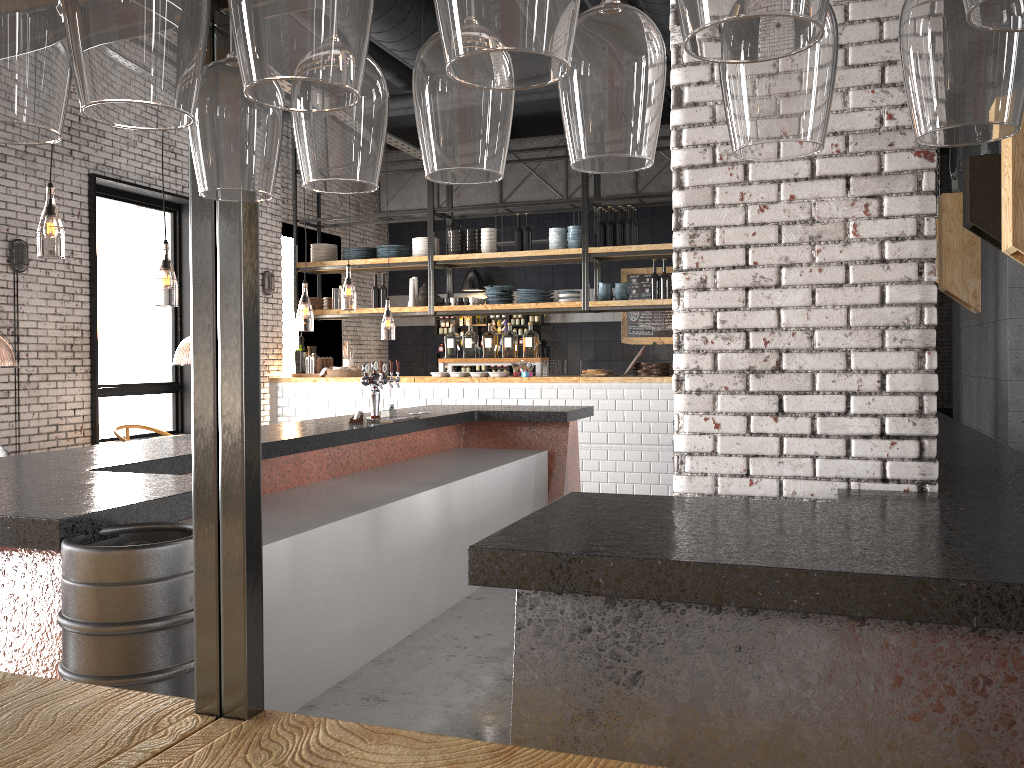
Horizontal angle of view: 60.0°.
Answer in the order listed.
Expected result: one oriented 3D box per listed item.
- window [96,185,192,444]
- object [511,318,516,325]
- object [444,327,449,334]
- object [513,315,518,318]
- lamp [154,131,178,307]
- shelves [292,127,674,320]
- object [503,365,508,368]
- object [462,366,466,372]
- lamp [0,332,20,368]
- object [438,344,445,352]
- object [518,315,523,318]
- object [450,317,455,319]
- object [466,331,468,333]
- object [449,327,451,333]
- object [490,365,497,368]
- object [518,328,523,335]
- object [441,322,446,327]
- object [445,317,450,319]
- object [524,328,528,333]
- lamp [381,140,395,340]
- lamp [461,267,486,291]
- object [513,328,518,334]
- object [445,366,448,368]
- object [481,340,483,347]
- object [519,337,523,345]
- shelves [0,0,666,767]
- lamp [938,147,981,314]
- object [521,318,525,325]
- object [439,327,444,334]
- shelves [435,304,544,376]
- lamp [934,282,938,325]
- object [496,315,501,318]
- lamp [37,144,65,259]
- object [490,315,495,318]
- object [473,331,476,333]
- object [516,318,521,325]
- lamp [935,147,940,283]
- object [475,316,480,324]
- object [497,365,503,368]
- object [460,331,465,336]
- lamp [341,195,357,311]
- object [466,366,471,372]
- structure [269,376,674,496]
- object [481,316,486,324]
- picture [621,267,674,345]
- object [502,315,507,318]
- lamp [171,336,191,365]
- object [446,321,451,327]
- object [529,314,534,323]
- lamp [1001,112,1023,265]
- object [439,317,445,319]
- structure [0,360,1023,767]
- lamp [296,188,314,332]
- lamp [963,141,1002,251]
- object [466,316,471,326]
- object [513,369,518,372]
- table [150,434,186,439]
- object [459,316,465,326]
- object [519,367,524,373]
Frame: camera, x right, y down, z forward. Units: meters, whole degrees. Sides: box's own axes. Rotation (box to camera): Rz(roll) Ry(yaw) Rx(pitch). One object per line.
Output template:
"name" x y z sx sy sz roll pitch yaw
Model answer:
"window" -4.007 -0.699 9.461 0.365 2.696 1.535 0 1 19
"object" 0.020 -0.961 13.654 0.076 0.111 0.076 0 1 29
"object" -1.041 -0.849 14.029 0.076 0.111 0.076 0 1 39
"object" 0.058 -1.072 13.640 0.076 0.111 0.076 -1 1 -6
"lamp" -1.698 -1.111 4.338 0.108 1.461 0.108 -1 0 -9
"shelves" 0.018 -2.365 10.494 5.676 3.066 0.597 0 1 19
"object" -0.088 -0.323 13.722 0.100 0.139 0.088 0 1 20
"object" -0.755 -0.221 13.935 0.076 0.111 0.076 -1 1 -6
"lamp" -3.639 -1.310 5.975 0.536 2.405 0.536 -1 1 -29
"object" -1.112 -0.570 14.081 0.100 0.139 0.088 0 1 20
"object" 0.136 -1.072 13.614 0.076 0.111 0.076 0 1 24
"object" -0.932 -1.084 14.010 0.081 0.113 0.071 0 1 20
"object" -0.686 -0.791 13.904 0.071 0.083 0.071 0 1 9
"object" -0.962 -0.849 14.003 0.076 0.111 0.076 0 1 14
"object" -0.287 -0.323 13.792 0.100 0.139 0.088 0 1 20
"object" 0.137 -0.804 13.614 0.076 0.111 0.076 -1 1 -6
"object" -1.085 -0.946 14.043 0.071 0.083 0.071 0 1 9
"object" -1.018 -1.084 14.040 0.081 0.113 0.071 0 1 20
"object" 0.222 -0.804 13.585 0.076 0.111 0.076 -1 1 -16
"lamp" -0.956 -1.137 6.793 0.108 1.599 0.108 -1 1 -39
"lamp" -0.606 -1.924 13.758 0.390 0.937 0.390 0 1 22
"object" 0.053 -0.804 13.643 0.076 0.111 0.076 0 1 44
"object" -1.039 -0.295 14.033 0.071 0.083 0.071 0 1 9
"object" -0.436 -0.650 13.842 0.100 0.139 0.088 0 1 20
"object" 0.154 -0.659 13.631 0.081 0.113 0.071 0 1 19
"shelves" -1.067 -1.024 1.059 3.659 5.018 0.690 0 0 19
"lamp" 1.683 -1.040 3.344 0.127 1.546 0.127 0 0 19
"object" 0.176 -0.961 13.600 0.076 0.111 0.076 0 1 14
"object" -1.119 -0.849 14.057 0.076 0.111 0.076 0 1 29
"shelves" -0.363 -0.580 13.813 1.761 1.482 0.157 0 1 19
"lamp" 2.115 -1.077 4.571 0.127 1.546 0.127 0 0 19
"object" -0.206 -1.105 13.732 0.079 0.156 0.079 -1 1 -36
"lamp" -2.001 -1.345 3.832 0.108 1.599 0.108 -1 1 -39
"object" -0.296 -1.105 13.764 0.079 0.156 0.079 0 1 29
"object" -0.605 -0.791 13.875 0.071 0.083 0.071 0 1 9
"object" 0.098 -0.961 13.626 0.076 0.111 0.076 0 1 39
"lamp" 1.899 -1.122 3.957 0.127 1.419 0.127 0 0 19
"object" -0.534 -1.070 13.868 0.079 0.281 0.079 0 1 23
"object" -0.185 -0.323 13.756 0.100 0.139 0.088 0 1 20
"object" -0.775 -0.791 13.935 0.071 0.083 0.071 0 1 44
"lamp" -1.153 -1.318 6.235 0.108 1.599 0.108 -1 1 -39
"object" -0.677 -0.221 13.909 0.076 0.111 0.076 0 1 24
"structure" 0.062 0.578 10.431 5.800 1.345 1.511 0 1 19
"object" -0.446 -1.070 13.837 0.079 0.281 0.079 -1 0 -2
"picture" 2.099 -1.153 13.119 0.980 1.142 0.020 0 0 19
"object" -0.116 -1.105 13.700 0.079 0.156 0.079 0 1 4
"lamp" -2.869 -1.376 8.160 0.536 2.405 0.536 -1 1 -29
"object" -1.008 -0.946 14.015 0.071 0.083 0.071 0 1 44
"object" 0.300 -1.069 13.574 0.079 0.281 0.079 -1 0 -7
"lamp" 1.250 -1.002 2.117 0.127 1.546 0.127 0 0 19
"object" -1.110 -1.084 14.073 0.081 0.113 0.071 0 1 20
"structure" 0.313 0.626 4.934 4.310 1.533 5.878 0 2 19
"lamp" -1.314 -1.130 5.601 0.108 1.599 0.108 0 0 1
"lamp" 1.466 -1.097 2.730 0.127 1.395 0.127 0 0 19
"object" -0.684 -0.985 13.902 0.079 0.156 0.079 0 1 4
"object" 0.055 -0.220 13.650 0.076 0.111 0.076 -1 1 -16
"table" -2.859 0.900 8.206 0.932 0.809 0.932 -1 1 -28
"object" -0.786 -0.985 13.937 0.079 0.156 0.079 -1 1 -41
"object" 0.168 -0.235 13.633 0.100 0.139 0.088 0 1 20
